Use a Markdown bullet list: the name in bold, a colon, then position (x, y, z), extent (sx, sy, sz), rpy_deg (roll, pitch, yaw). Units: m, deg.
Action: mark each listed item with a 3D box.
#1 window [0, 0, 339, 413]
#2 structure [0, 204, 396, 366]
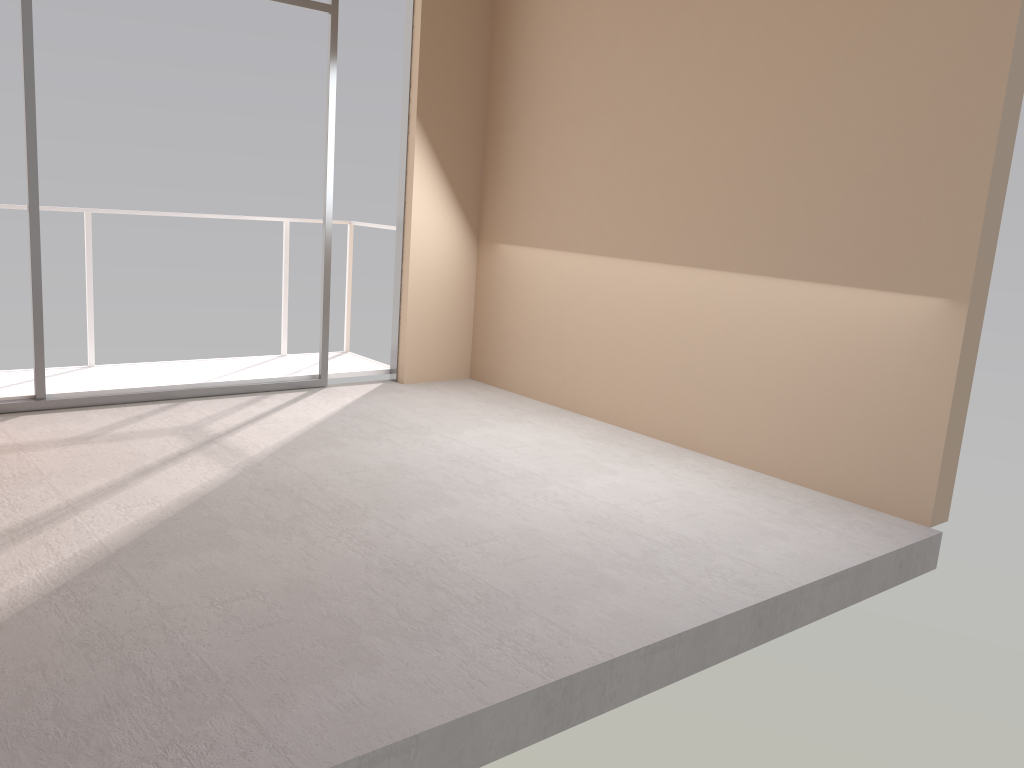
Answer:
- **window**: position (-3.516, -1.292, 3.779), extent (6.106, 3.133, 0.075), rpy_deg (-5, 15, -39)
- **structure**: position (-3.988, -0.396, 4.152), extent (7.689, 1.005, 0.728), rpy_deg (-5, 15, -39)
